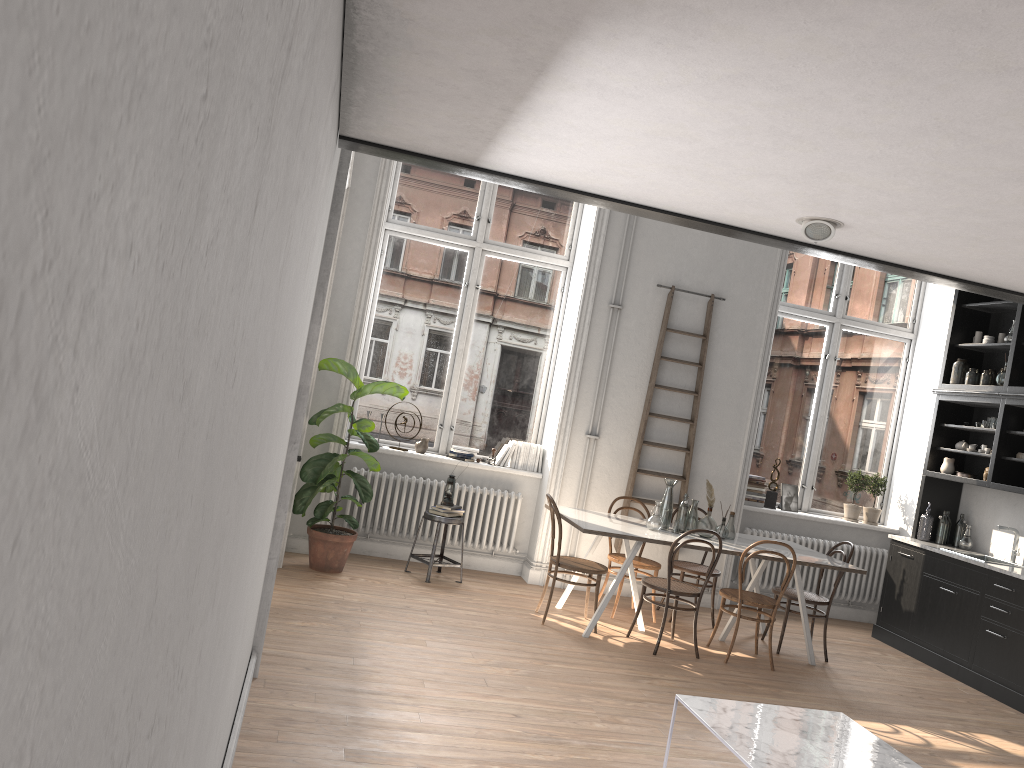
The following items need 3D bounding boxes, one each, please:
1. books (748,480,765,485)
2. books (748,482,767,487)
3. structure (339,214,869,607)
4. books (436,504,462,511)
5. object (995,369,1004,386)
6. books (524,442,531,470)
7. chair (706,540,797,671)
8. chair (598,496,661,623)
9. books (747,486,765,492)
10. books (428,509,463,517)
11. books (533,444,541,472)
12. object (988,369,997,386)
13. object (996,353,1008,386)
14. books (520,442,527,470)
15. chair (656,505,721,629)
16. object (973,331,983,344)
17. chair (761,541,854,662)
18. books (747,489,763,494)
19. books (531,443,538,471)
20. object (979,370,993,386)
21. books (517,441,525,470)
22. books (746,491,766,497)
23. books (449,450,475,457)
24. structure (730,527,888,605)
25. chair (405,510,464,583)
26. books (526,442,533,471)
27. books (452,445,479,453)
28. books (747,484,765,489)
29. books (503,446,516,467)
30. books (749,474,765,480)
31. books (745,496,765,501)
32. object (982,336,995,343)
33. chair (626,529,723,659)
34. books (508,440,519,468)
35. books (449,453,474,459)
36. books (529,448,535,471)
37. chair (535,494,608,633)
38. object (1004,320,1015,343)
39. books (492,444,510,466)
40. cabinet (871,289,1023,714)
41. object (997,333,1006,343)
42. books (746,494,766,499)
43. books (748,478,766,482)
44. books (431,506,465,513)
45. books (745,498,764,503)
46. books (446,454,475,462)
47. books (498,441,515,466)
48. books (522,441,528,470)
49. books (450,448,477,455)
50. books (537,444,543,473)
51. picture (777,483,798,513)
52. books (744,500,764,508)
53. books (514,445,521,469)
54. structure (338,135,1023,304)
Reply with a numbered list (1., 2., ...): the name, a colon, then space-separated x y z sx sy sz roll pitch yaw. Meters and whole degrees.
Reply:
1. books: 2.287 0.928 8.498 0.231 0.023 0.162 10 -1 4
2. books: 2.292 0.950 8.499 0.244 0.019 0.174 10 -1 -12
3. structure: 1.388 -0.308 8.031 5.183 4.474 0.340 10 0 -12
4. books: -0.524 1.019 7.354 0.147 0.027 0.221 10 -1 20
5. object: 4.258 -0.038 7.686 0.092 0.184 0.092 10 0 3
6. books: 0.120 0.655 8.071 0.024 0.243 0.175 10 0 -12
7. chair: 1.740 1.542 6.422 0.438 0.920 0.549 10 0 -1
8. chair: 0.984 1.416 7.257 0.438 0.920 0.549 10 0 -14
9. books: 2.292 0.993 8.506 0.222 0.024 0.158 10 -1 -12
10. books: -0.544 1.065 7.348 0.194 0.034 0.246 10 -1 28
11. books: 0.213 0.672 8.070 0.024 0.243 0.175 10 0 -12
12. object: 4.242 -0.034 7.864 0.092 0.184 0.092 10 0 44
13. object: 4.148 -0.148 7.427 0.134 0.357 0.134 10 0 33
14. books: 0.085 0.648 8.040 0.019 0.243 0.174 10 0 -12
15. chair: 1.520 1.514 7.453 0.438 0.920 0.549 10 0 -5
16. object: 4.204 -0.401 8.004 0.059 0.135 0.082 10 0 16
17. chair: 2.328 1.653 6.981 0.549 0.920 0.438 10 0 1
18. books: 2.285 1.016 8.500 0.205 0.022 0.155 10 -1 2
19. books: 0.184 0.667 8.084 0.024 0.243 0.175 10 0 -12
20. object: 4.145 -0.040 7.752 0.097 0.150 0.096 10 0 -23
21. books: 0.066 0.645 8.027 0.024 0.243 0.175 10 0 -12
22. books: 2.275 1.039 8.503 0.245 0.028 0.193 10 -1 -17
23. books: -0.441 0.620 7.915 0.221 0.023 0.147 10 -1 4
24. structure: 2.840 1.739 8.480 1.578 0.552 0.194 10 0 -12
25. chair: -0.602 1.333 7.311 0.364 0.523 0.360 10 0 -38
26. books: 0.145 0.659 8.053 0.019 0.243 0.174 10 0 -12
27. books: -0.414 0.578 7.927 0.244 0.019 0.174 10 -1 -2
28. books: 2.293 0.971 8.500 0.205 0.022 0.155 10 -1 -17
29. books: -0.032 0.647 8.017 0.072 0.203 0.155 10 0 -12
30. books: 2.301 0.886 8.509 0.201 0.024 0.159 10 -1 -22
31. books: 2.263 1.078 8.485 0.249 0.023 0.175 10 -1 -11
32. object: 4.246 -0.375 7.903 0.096 0.095 0.096 10 0 22
33. chair: 1.170 1.439 6.336 0.438 0.920 0.549 10 0 -16
34. books: 0.013 0.636 8.048 0.024 0.243 0.175 10 0 -12
35. books: -0.448 0.641 7.915 0.205 0.022 0.155 10 -1 8
36. books: 0.163 0.682 8.059 0.020 0.205 0.155 10 0 -12
37. chair: 0.447 1.313 6.600 0.549 0.920 0.438 10 0 -4
38. object: 4.288 -0.434 7.580 0.132 0.219 0.132 10 0 -38
39. books: -0.095 0.639 8.007 0.105 0.194 0.155 10 0 -13
40. cabinet: 4.201 0.632 6.560 0.635 3.583 3.250 10 0 -12
41. object: 4.334 -0.380 7.845 0.059 0.135 0.082 10 0 11
42. books: 2.273 1.060 8.502 0.255 0.014 0.192 10 -1 -9
43. books: 2.304 0.909 8.500 0.205 0.020 0.155 10 -1 -12
44. books: -0.529 1.041 7.353 0.232 0.029 0.162 11 -1 -41
45. books: 2.259 1.100 8.485 0.250 0.023 0.175 10 -1 -16
46. books: -0.458 0.662 7.918 0.221 0.023 0.147 10 -1 37
47. books: -0.053 0.627 8.011 0.100 0.235 0.174 10 0 -12
48. books: 0.101 0.651 8.061 0.019 0.243 0.174 10 0 -12
49. books: -0.433 0.600 7.904 0.205 0.020 0.155 10 -1 -22
50. books: 0.243 0.677 8.074 0.040 0.244 0.174 10 0 -12
51. picture: 2.674 1.104 8.631 0.222 0.264 0.148 10 0 -28
52. books: 2.251 1.132 8.485 0.248 0.043 0.192 10 -1 -12
53. books: 0.039 0.659 8.033 0.020 0.205 0.155 10 0 -12
54. structure: 2.688 -0.970 2.120 5.929 1.213 4.157 10 -1 -12
